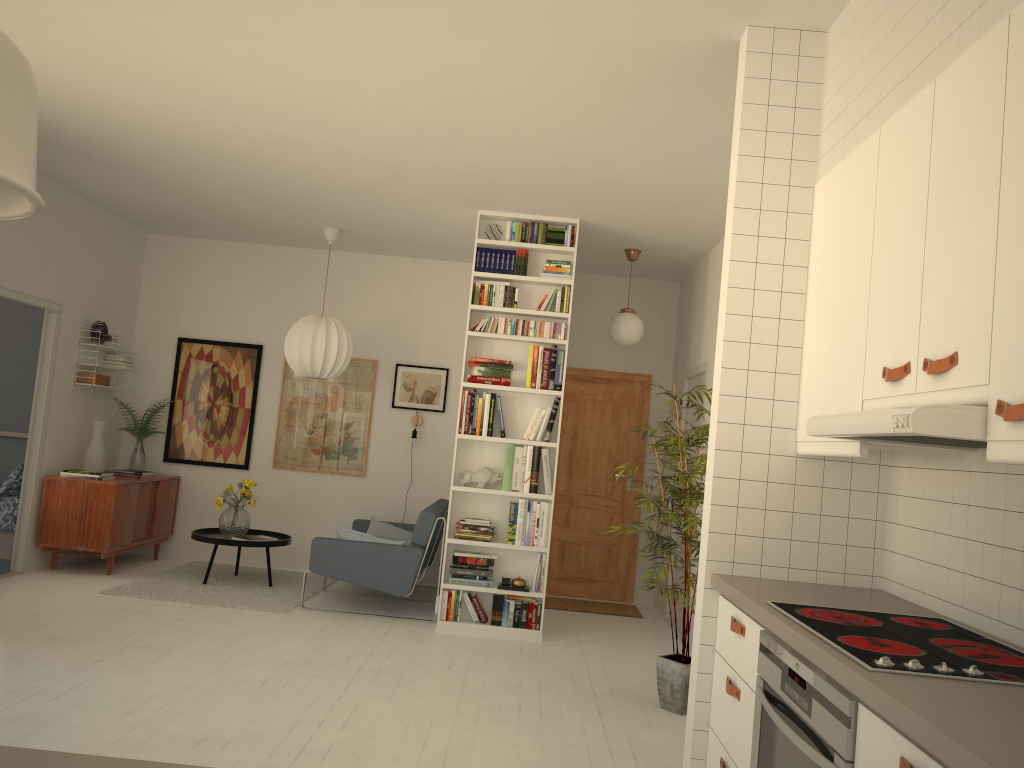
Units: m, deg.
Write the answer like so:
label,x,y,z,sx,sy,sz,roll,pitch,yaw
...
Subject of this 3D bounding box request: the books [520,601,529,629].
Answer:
label,x,y,z,sx,sy,sz,roll,pitch,yaw
books,0.085,1.574,6.104,0.050,0.170,0.221,5,-4,1

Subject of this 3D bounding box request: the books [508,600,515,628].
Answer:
label,x,y,z,sx,sy,sz,roll,pitch,yaw
books,-0.004,1.562,6.092,0.032,0.176,0.222,5,-4,1

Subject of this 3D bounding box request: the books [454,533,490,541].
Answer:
label,x,y,z,sx,sy,sz,roll,pitch,yaw
books,-0.271,1.053,6.110,0.246,0.014,0.172,5,-4,0

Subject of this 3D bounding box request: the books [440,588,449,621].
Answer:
label,x,y,z,sx,sy,sz,roll,pitch,yaw
books,-0.459,1.511,6.096,0.039,0.199,0.185,5,-4,1

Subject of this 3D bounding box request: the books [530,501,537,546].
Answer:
label,x,y,z,sx,sy,sz,roll,pitch,yaw
books,0.148,0.959,6.140,0.025,0.306,0.213,5,-4,1

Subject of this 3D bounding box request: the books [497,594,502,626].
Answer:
label,x,y,z,sx,sy,sz,roll,pitch,yaw
books,-0.082,1.534,6.087,0.015,0.214,0.202,5,-4,1

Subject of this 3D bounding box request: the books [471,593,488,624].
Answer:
label,x,y,z,sx,sy,sz,roll,pitch,yaw
books,-0.220,1.536,6.085,0.131,0.188,0.136,5,-4,1

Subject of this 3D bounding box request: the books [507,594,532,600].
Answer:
label,x,y,z,sx,sy,sz,roll,pitch,yaw
books,0.051,1.460,6.074,0.165,0.006,0.102,5,-4,1

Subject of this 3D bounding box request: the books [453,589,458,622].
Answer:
label,x,y,z,sx,sy,sz,roll,pitch,yaw
books,-0.386,1.512,6.100,0.012,0.206,0.193,5,-4,1

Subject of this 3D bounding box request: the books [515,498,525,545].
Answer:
label,x,y,z,sx,sy,sz,roll,pitch,yaw
books,0.055,0.948,6.148,0.037,0.312,0.241,5,-4,1

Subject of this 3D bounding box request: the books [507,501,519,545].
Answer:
label,x,y,z,sx,sy,sz,roll,pitch,yaw
books,0.007,0.956,6.137,0.057,0.284,0.200,5,-4,1

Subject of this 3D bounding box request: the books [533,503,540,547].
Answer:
label,x,y,z,sx,sy,sz,roll,pitch,yaw
books,0.171,0.968,6.125,0.022,0.291,0.208,5,-4,1

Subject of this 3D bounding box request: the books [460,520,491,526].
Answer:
label,x,y,z,sx,sy,sz,roll,pitch,yaw
books,-0.253,0.960,6.137,0.212,0.017,0.165,6,-4,-1

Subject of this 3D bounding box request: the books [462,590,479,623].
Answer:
label,x,y,z,sx,sy,sz,roll,pitch,yaw
books,-0.281,1.523,6.087,0.135,0.200,0.134,5,-4,1

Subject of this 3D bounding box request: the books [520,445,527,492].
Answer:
label,x,y,z,sx,sy,sz,roll,pitch,yaw
books,0.081,0.590,6.181,0.023,0.321,0.235,5,-4,1

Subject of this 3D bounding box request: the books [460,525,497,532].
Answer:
label,x,y,z,sx,sy,sz,roll,pitch,yaw
books,-0.228,0.994,6.133,0.235,0.025,0.163,5,-4,8

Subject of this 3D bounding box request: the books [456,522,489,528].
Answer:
label,x,y,z,sx,sy,sz,roll,pitch,yaw
books,-0.269,0.971,6.128,0.221,0.010,0.169,5,-4,4

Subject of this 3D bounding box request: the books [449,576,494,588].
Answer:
label,x,y,z,sx,sy,sz,roll,pitch,yaw
books,-0.272,1.356,6.119,0.297,0.039,0.204,5,-4,6

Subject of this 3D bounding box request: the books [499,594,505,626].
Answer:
label,x,y,z,sx,sy,sz,roll,pitch,yaw
books,-0.067,1.536,6.092,0.015,0.214,0.202,5,-4,1

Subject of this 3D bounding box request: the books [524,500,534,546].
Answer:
label,x,y,z,sx,sy,sz,roll,pitch,yaw
books,0.117,0.959,6.108,0.035,0.304,0.150,5,-4,1

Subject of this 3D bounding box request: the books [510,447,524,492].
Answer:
label,x,y,z,sx,sy,sz,roll,pitch,yaw
books,0.036,0.592,6.163,0.065,0.311,0.199,5,-4,1

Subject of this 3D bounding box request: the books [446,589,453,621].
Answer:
label,x,y,z,sx,sy,sz,roll,pitch,yaw
books,-0.426,1.509,6.092,0.026,0.206,0.187,5,-4,1

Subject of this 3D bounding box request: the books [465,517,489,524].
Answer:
label,x,y,z,sx,sy,sz,roll,pitch,yaw
books,-0.241,0.941,6.118,0.166,0.019,0.127,6,-4,-6

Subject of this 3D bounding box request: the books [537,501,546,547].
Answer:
label,x,y,z,sx,sy,sz,roll,pitch,yaw
books,0.202,0.963,6.114,0.037,0.308,0.161,5,-4,1

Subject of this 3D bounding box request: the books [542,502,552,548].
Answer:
label,x,y,z,sx,sy,sz,roll,pitch,yaw
books,0.238,0.969,6.144,0.039,0.303,0.229,5,-4,1

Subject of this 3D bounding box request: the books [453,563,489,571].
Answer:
label,x,y,z,sx,sy,sz,roll,pitch,yaw
books,-0.284,1.252,6.112,0.247,0.039,0.142,6,-4,-2

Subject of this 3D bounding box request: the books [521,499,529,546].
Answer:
label,x,y,z,sx,sy,sz,roll,pitch,yaw
books,0.087,0.951,6.150,0.027,0.311,0.228,5,-4,1

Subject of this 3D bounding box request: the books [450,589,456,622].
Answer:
label,x,y,z,sx,sy,sz,roll,pitch,yaw
books,-0.402,1.508,6.087,0.020,0.211,0.184,5,-4,1

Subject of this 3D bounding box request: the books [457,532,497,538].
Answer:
label,x,y,z,sx,sy,sz,roll,pitch,yaw
books,-0.233,1.035,6.146,0.255,0.014,0.197,5,-4,11

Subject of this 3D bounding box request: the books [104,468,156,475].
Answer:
label,x,y,z,sx,sy,sz,roll,pitch,yaw
books,-3.244,0.740,7.490,0.368,0.020,0.254,5,-4,4

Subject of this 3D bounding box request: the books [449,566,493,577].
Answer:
label,x,y,z,sx,sy,sz,roll,pitch,yaw
books,-0.282,1.288,6.109,0.297,0.039,0.165,6,-4,-4

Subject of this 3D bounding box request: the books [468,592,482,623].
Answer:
label,x,y,z,sx,sy,sz,roll,pitch,yaw
books,-0.251,1.528,6.079,0.118,0.192,0.118,5,-4,1

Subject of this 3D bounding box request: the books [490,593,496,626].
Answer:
label,x,y,z,sx,sy,sz,roll,pitch,yaw
books,-0.127,1.530,6.086,0.015,0.214,0.202,5,-4,1

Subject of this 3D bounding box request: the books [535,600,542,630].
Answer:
label,x,y,z,sx,sy,sz,roll,pitch,yaw
books,0.182,1.580,6.100,0.032,0.176,0.230,5,-4,1

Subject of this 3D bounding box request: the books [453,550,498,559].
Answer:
label,x,y,z,sx,sy,sz,roll,pitch,yaw
books,-0.255,1.176,6.133,0.297,0.024,0.162,6,-4,-8

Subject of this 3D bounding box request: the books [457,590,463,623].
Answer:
label,x,y,z,sx,sy,sz,roll,pitch,yaw
books,-0.353,1.510,6.086,0.010,0.215,0.193,5,-4,1

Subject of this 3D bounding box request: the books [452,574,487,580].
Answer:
label,x,y,z,sx,sy,sz,roll,pitch,yaw
books,-0.293,1.320,6.122,0.241,0.024,0.168,6,-4,-4

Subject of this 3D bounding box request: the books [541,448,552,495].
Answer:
label,x,y,z,sx,sy,sz,roll,pitch,yaw
books,0.239,0.606,6.166,0.099,0.316,0.228,5,-4,1

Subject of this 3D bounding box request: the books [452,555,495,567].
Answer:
label,x,y,z,sx,sy,sz,roll,pitch,yaw
books,-0.262,1.211,6.116,0.285,0.047,0.185,5,-4,1

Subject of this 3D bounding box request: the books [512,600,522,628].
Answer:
label,x,y,z,sx,sy,sz,roll,pitch,yaw
books,0.036,1.572,6.090,0.048,0.163,0.209,5,-4,1

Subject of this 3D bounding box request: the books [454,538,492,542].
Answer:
label,x,y,z,sx,sy,sz,roll,pitch,yaw
books,-0.267,1.066,6.112,0.247,0.009,0.170,5,-4,4

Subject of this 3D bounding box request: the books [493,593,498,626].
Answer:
label,x,y,z,sx,sy,sz,roll,pitch,yaw
books,-0.112,1.532,6.093,0.015,0.214,0.202,5,-4,1

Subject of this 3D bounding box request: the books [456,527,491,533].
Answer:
label,x,y,z,sx,sy,sz,roll,pitch,yaw
books,-0.267,1.008,6.111,0.238,0.012,0.120,6,-4,-4

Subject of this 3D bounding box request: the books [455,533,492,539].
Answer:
label,x,y,z,sx,sy,sz,roll,pitch,yaw
books,-0.258,1.043,6.119,0.248,0.009,0.170,5,-4,4

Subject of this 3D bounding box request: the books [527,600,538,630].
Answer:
label,x,y,z,sx,sy,sz,roll,pitch,yaw
books,0.138,1.573,6.083,0.056,0.180,0.201,5,-4,1

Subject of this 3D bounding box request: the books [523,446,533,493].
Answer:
label,x,y,z,sx,sy,sz,roll,pitch,yaw
books,0.113,0.591,6.167,0.037,0.324,0.240,5,-4,1

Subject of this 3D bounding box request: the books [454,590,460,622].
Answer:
label,x,y,z,sx,sy,sz,roll,pitch,yaw
books,-0.369,1.509,6.101,0.021,0.215,0.174,5,-4,1

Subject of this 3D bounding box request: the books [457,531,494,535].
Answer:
label,x,y,z,sx,sy,sz,roll,pitch,yaw
books,-0.252,1.020,6.128,0.250,0.008,0.135,6,-4,-2

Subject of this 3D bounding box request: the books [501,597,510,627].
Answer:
label,x,y,z,sx,sy,sz,roll,pitch,yaw
books,-0.039,1.557,6.098,0.044,0.179,0.224,5,-4,1

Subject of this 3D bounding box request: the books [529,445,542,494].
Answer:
label,x,y,z,sx,sy,sz,roll,pitch,yaw
books,0.161,0.593,6.161,0.056,0.328,0.202,5,-4,1

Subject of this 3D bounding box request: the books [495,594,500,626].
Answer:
label,x,y,z,sx,sy,sz,roll,pitch,yaw
books,-0.097,1.532,6.080,0.015,0.214,0.202,5,-4,1
